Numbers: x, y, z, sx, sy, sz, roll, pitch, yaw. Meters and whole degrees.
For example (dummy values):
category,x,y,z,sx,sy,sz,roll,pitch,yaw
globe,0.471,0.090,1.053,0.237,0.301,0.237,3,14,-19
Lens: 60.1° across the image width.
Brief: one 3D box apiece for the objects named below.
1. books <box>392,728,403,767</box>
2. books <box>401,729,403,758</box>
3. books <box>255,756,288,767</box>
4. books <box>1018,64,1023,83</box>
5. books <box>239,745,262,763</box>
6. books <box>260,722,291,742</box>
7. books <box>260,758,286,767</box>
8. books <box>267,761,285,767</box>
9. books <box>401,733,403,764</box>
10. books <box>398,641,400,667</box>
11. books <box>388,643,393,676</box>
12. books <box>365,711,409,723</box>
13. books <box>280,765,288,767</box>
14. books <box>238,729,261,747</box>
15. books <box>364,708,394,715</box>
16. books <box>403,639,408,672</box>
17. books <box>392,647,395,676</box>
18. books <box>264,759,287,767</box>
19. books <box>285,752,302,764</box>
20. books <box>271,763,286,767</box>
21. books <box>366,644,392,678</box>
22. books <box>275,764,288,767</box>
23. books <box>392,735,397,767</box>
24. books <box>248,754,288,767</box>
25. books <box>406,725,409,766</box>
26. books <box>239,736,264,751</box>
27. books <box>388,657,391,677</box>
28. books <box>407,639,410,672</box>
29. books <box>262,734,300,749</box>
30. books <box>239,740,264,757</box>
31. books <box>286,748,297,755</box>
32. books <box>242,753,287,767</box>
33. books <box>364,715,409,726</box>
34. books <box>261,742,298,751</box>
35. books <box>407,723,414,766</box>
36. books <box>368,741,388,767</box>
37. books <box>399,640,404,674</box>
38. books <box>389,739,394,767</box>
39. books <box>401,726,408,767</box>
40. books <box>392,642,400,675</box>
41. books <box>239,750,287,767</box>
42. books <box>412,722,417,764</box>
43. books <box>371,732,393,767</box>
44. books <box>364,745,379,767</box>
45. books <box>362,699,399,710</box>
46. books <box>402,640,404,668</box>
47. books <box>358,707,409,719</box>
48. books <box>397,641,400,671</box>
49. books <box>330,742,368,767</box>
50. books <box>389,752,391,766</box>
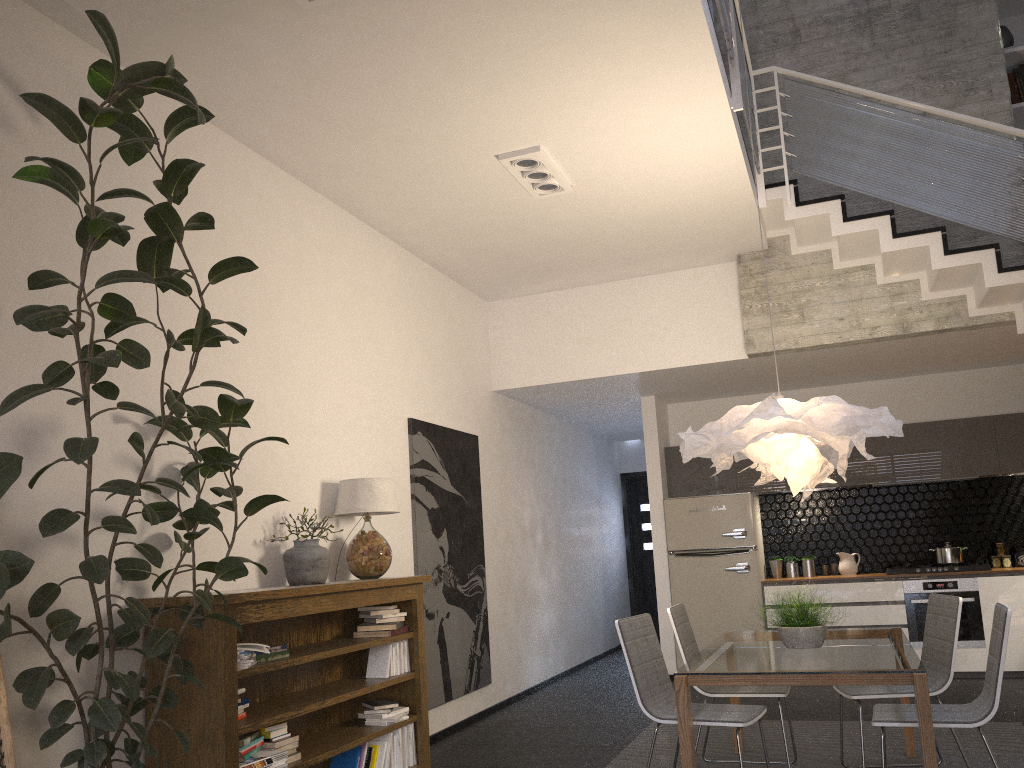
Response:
category,x,y,z,sx,sy,sz,roll,pitch,yaw
books,-0.706,2.071,5.013,0.175,0.241,0.024,-7,-9,20
books,-0.712,2.085,5.082,0.175,0.241,0.024,-7,-9,20
books,-1.163,1.659,3.866,0.219,0.007,0.306,-8,-12,23
books,4.039,-2.273,6.925,0.134,0.379,0.274,-6,-9,20
books,-1.227,1.635,3.910,0.175,0.023,0.251,-4,-11,1
books,-1.165,1.626,4.155,0.217,0.068,0.159,-9,-12,29
books,-1.166,1.666,3.863,0.219,0.008,0.290,-8,-12,24
books,-1.170,1.676,3.858,0.219,0.008,0.290,-9,-12,25
books,-0.706,2.076,5.036,0.175,0.242,0.019,-7,-9,20
books,-0.724,1.602,5.186,0.136,0.187,0.018,-7,-9,20
books,-0.755,1.589,5.106,0.136,0.187,0.018,-7,-9,20
books,-0.704,1.878,5.002,0.175,0.019,0.245,-5,-11,10
books,-1.163,1.693,3.854,0.219,0.008,0.306,-8,-12,24
books,-1.246,1.576,3.929,0.193,0.028,0.248,-3,-11,0
books,-0.745,1.836,5.006,0.155,0.022,0.207,-3,-11,0
books,-0.685,1.612,5.247,0.136,0.187,0.018,-7,-9,20
books,-0.732,1.604,5.117,0.120,0.158,0.016,-7,-9,20
books,-1.167,1.671,3.867,0.219,0.006,0.306,-8,-12,24
books,-1.135,1.748,4.126,0.243,0.033,0.181,-8,-12,22
books,-1.169,1.681,3.857,0.219,0.008,0.290,-9,-12,25
books,-0.758,1.580,5.047,0.135,0.181,0.078,-7,-9,20
books,-1.163,1.685,3.853,0.219,0.013,0.306,-8,-12,24
books,-0.722,2.087,4.993,0.155,0.203,0.021,-7,-9,20
books,-1.166,1.652,3.868,0.219,0.007,0.306,-8,-12,23
books,-0.689,2.096,5.144,0.175,0.241,0.024,-7,-9,20
books,-1.244,1.597,3.927,0.193,0.014,0.257,-5,-11,8
books,-0.752,1.596,5.064,0.120,0.156,0.056,-7,-9,20
books,-0.675,1.615,5.269,0.135,0.188,0.031,-7,-9,20
books,-1.143,1.672,4.148,0.225,0.029,0.180,-8,-12,23
books,-1.228,1.612,3.913,0.175,0.023,0.251,-4,-11,5
books,-1.147,1.719,4.127,0.228,0.023,0.167,-7,-11,18
books,-1.170,1.645,3.871,0.219,0.007,0.306,-8,-12,24
books,-0.706,1.897,4.995,0.155,0.020,0.206,-10,-13,29
books,-1.152,1.699,4.144,0.244,0.023,0.176,-9,-12,27
books,-0.662,2.097,5.161,0.175,0.241,0.024,-7,-9,20
books,-0.770,2.069,4.864,0.155,0.192,0.105,-7,-9,20
books,-0.703,1.603,5.196,0.135,0.187,0.015,-7,-9,20
books,-0.752,2.067,4.979,0.175,0.241,0.024,-7,-9,20
books,-0.684,2.086,5.094,0.175,0.242,0.019,-7,-9,20
books,-0.719,1.592,5.132,0.136,0.187,0.018,-7,-9,20
books,-1.169,1.637,3.873,0.219,0.013,0.306,-8,-12,24
books,-0.649,2.102,5.189,0.175,0.242,0.040,-7,-9,20
books,-0.756,2.056,4.903,0.175,0.233,0.101,-7,-9,20
books,-0.818,2.074,4.829,0.146,0.182,0.148,-7,-10,23
books,-0.747,1.815,5.016,0.147,0.023,0.223,2,-12,-28
books,-0.706,1.610,5.234,0.136,0.187,0.018,-7,-9,20
books,-0.726,1.859,5.012,0.175,0.023,0.244,-10,-13,29
books,-0.720,1.595,5.151,0.135,0.187,0.015,-7,-9,20
books,-0.887,2.045,4.783,0.172,0.225,0.166,-7,-10,20
books,-0.748,2.076,4.925,0.155,0.201,0.073,-7,-9,20
